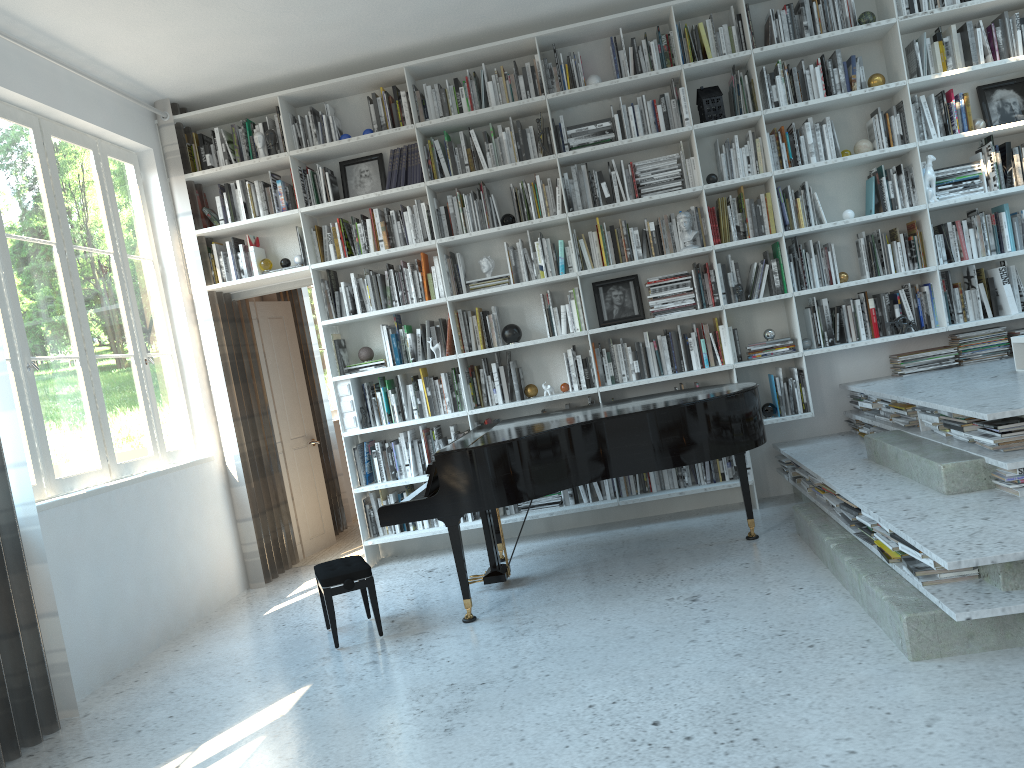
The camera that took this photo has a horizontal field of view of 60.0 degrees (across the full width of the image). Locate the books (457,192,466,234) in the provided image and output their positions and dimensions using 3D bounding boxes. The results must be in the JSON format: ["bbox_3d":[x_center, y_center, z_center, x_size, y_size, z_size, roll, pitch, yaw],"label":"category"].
[{"bbox_3d":[-0.313,-1.091,5.760,0.010,0.283,0.183,-10,2,7],"label":"books"}]

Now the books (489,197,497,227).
[{"bbox_3d":[-0.111,-1.095,5.762,0.012,0.218,0.151,-10,2,7],"label":"books"}]

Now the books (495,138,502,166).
[{"bbox_3d":[-0.074,-1.471,5.745,0.024,0.212,0.128,-10,2,7],"label":"books"}]

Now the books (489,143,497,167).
[{"bbox_3d":[-0.111,-1.447,5.725,0.028,0.180,0.168,-10,2,7],"label":"books"}]

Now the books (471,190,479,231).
[{"bbox_3d":[-0.225,-1.105,5.756,0.011,0.279,0.169,-10,2,7],"label":"books"}]

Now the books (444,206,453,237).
[{"bbox_3d":[-0.401,-1.044,5.805,0.024,0.219,0.140,-10,2,7],"label":"books"}]

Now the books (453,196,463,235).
[{"bbox_3d":[-0.336,-1.076,5.772,0.024,0.262,0.177,-10,2,7],"label":"books"}]

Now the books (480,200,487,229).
[{"bbox_3d":[-0.173,-1.083,5.775,0.012,0.217,0.133,-10,2,7],"label":"books"}]

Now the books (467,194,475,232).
[{"bbox_3d":[-0.251,-1.092,5.771,0.010,0.262,0.169,-10,2,7],"label":"books"}]

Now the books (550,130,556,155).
[{"bbox_3d":[0.272,-1.524,5.702,0.019,0.194,0.098,-10,2,7],"label":"books"}]

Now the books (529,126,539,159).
[{"bbox_3d":[0.148,-1.523,5.704,0.025,0.237,0.152,-10,2,7],"label":"books"}]

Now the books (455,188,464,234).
[{"bbox_3d":[-0.323,-1.107,5.782,0.011,0.317,0.154,-10,2,7],"label":"books"}]

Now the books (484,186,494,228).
[{"bbox_3d":[-0.139,-1.124,5.736,0.011,0.287,0.188,-10,2,7],"label":"books"}]

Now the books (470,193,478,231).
[{"bbox_3d":[-0.233,-1.094,5.752,0.009,0.261,0.180,-10,2,7],"label":"books"}]

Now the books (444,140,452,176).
[{"bbox_3d":[-0.398,-1.437,5.760,0.011,0.260,0.157,-10,2,7],"label":"books"}]

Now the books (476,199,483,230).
[{"bbox_3d":[-0.196,-1.084,5.772,0.011,0.226,0.129,-10,2,7],"label":"books"}]

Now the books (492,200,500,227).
[{"bbox_3d":[-0.102,-1.092,5.760,0.004,0.209,0.132,-10,2,7],"label":"books"}]

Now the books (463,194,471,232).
[{"bbox_3d":[-0.275,-1.087,5.748,0.009,0.263,0.189,-10,2,7],"label":"books"}]

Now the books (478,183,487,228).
[{"bbox_3d":[-0.176,-1.135,5.760,0.004,0.321,0.153,-10,2,7],"label":"books"}]

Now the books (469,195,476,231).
[{"bbox_3d":[-0.240,-1.090,5.769,0.011,0.256,0.152,-10,2,7],"label":"books"}]

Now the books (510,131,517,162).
[{"bbox_3d":[0.023,-1.497,5.709,0.013,0.231,0.141,-10,2,7],"label":"books"}]

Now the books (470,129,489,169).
[{"bbox_3d":[-0.198,-1.485,5.725,0.075,0.285,0.178,-10,2,7],"label":"books"}]

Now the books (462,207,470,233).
[{"bbox_3d":[-0.283,-1.048,5.776,0.029,0.187,0.149,-10,2,7],"label":"books"}]

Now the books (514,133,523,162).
[{"bbox_3d":[0.055,-1.494,5.716,0.024,0.213,0.150,-10,2,7],"label":"books"}]

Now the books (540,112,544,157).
[{"bbox_3d":[0.193,-1.564,5.677,0.058,0.302,0.175,-10,2,7],"label":"books"}]

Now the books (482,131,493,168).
[{"bbox_3d":[-0.145,-1.485,5.734,0.027,0.265,0.168,-10,2,7],"label":"books"}]

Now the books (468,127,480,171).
[{"bbox_3d":[-0.241,-1.493,5.755,0.013,0.315,0.135,-10,2,7],"label":"books"}]

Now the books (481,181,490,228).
[{"bbox_3d":[-0.158,-1.144,5.760,0.005,0.331,0.161,-10,2,7],"label":"books"}]

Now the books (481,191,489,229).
[{"bbox_3d":[-0.165,-1.107,5.753,0.010,0.262,0.158,-10,2,7],"label":"books"}]

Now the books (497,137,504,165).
[{"bbox_3d":[-0.060,-1.471,5.717,0.010,0.208,0.173,-10,2,7],"label":"books"}]

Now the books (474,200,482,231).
[{"bbox_3d":[-0.208,-1.072,5.749,0.011,0.209,0.181,-10,2,7],"label":"books"}]

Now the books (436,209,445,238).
[{"bbox_3d":[-0.450,-1.028,5.788,0.015,0.208,0.186,-10,2,7],"label":"books"}]

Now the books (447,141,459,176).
[{"bbox_3d":[-0.365,-1.433,5.749,0.031,0.242,0.181,-10,2,7],"label":"books"}]

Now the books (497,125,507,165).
[{"bbox_3d":[-0.048,-1.513,5.726,0.026,0.286,0.137,-10,2,7],"label":"books"}]

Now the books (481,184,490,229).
[{"bbox_3d":[-0.161,-1.136,5.764,0.005,0.316,0.157,-10,2,7],"label":"books"}]

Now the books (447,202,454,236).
[{"bbox_3d":[-0.387,-1.056,5.789,0.012,0.240,0.134,-10,2,7],"label":"books"}]

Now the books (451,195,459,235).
[{"bbox_3d":[-0.355,-1.080,5.773,0.012,0.276,0.157,-10,2,7],"label":"books"}]

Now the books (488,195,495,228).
[{"bbox_3d":[-0.122,-1.103,5.770,0.009,0.237,0.134,-10,2,7],"label":"books"}]

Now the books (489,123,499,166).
[{"bbox_3d":[-0.103,-1.514,5.720,0.012,0.308,0.145,-10,2,7],"label":"books"}]

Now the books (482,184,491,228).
[{"bbox_3d":[-0.150,-1.132,5.758,0.005,0.305,0.162,-10,2,7],"label":"books"}]

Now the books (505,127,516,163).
[{"bbox_3d":[0.001,-1.509,5.715,0.028,0.261,0.135,-10,2,7],"label":"books"}]

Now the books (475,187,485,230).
[{"bbox_3d":[-0.194,-1.117,5.750,0.011,0.291,0.176,-10,2,7],"label":"books"}]

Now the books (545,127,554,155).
[{"bbox_3d":[0.246,-1.528,5.698,0.028,0.212,0.134,-10,2,7],"label":"books"}]

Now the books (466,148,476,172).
[{"bbox_3d":[-0.253,-1.423,5.753,0.034,0.180,0.160,-10,2,7],"label":"books"}]

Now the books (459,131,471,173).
[{"bbox_3d":[-0.292,-1.473,5.744,0.023,0.293,0.155,-10,2,7],"label":"books"}]

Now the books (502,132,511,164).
[{"bbox_3d":[-0.023,-1.486,5.700,0.021,0.226,0.191,-10,2,7],"label":"books"}]

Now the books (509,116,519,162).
[{"bbox_3d":[0.026,-1.540,5.696,0.011,0.313,0.183,-10,2,7],"label":"books"}]

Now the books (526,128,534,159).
[{"bbox_3d":[0.125,-1.511,5.693,0.022,0.223,0.161,-10,2,7],"label":"books"}]

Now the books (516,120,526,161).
[{"bbox_3d":[0.070,-1.536,5.714,0.022,0.290,0.146,-10,2,7],"label":"books"}]

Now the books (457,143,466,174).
[{"bbox_3d":[-0.310,-1.431,5.749,0.029,0.219,0.157,-10,2,7],"label":"books"}]

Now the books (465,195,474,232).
[{"bbox_3d":[-0.264,-1.083,5.749,0.012,0.252,0.183,-10,2,7],"label":"books"}]

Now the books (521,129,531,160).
[{"bbox_3d":[0.100,-1.504,5.692,0.030,0.218,0.182,-10,2,7],"label":"books"}]

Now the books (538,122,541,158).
[{"bbox_3d":[0.182,-1.542,5.680,0.055,0.264,0.166,-10,2,7],"label":"books"}]

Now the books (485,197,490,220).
[{"bbox_3d":[-0.144,-1.122,5.755,0.004,0.284,0.166,-10,2,7],"label":"books"}]

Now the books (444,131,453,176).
[{"bbox_3d":[-0.393,-1.465,5.749,0.012,0.315,0.171,-10,2,7],"label":"books"}]

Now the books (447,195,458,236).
[{"bbox_3d":[-0.373,-1.079,5.779,0.026,0.279,0.150,-10,2,7],"label":"books"}]

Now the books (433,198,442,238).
[{"bbox_3d":[-0.468,-1.065,5.805,0.012,0.285,0.159,-10,2,7],"label":"books"}]

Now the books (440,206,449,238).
[{"bbox_3d":[-0.427,-1.042,5.809,0.029,0.225,0.136,-10,2,7],"label":"books"}]

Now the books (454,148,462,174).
[{"bbox_3d":[-0.334,-1.419,5.760,0.024,0.201,0.153,-10,2,7],"label":"books"}]
